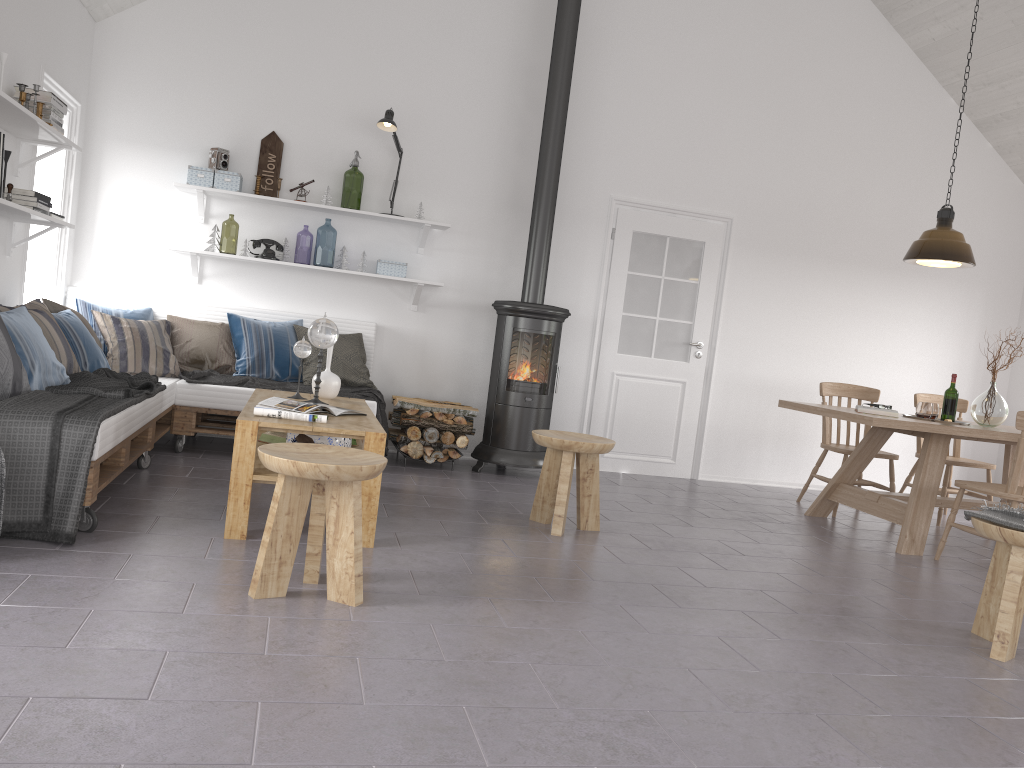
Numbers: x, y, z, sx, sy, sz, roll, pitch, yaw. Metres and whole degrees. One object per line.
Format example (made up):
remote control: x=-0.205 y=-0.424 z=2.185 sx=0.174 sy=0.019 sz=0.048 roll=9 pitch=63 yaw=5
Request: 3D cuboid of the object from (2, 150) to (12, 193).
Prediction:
object: x=-2.340 y=-0.945 z=4.089 sx=0.085 sy=0.259 sz=0.085 roll=4 pitch=4 yaw=-45

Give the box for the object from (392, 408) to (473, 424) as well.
object: x=-0.548 y=0.224 z=6.173 sx=0.562 sy=0.057 sz=0.097 roll=6 pitch=3 yaw=-14

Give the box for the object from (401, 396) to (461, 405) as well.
object: x=-0.583 y=0.137 z=6.248 sx=0.467 sy=0.063 sz=0.095 roll=6 pitch=3 yaw=-14

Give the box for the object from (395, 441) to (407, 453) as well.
object: x=-0.779 y=0.408 z=6.130 sx=0.052 sy=0.056 sz=0.561 roll=6 pitch=3 yaw=-14

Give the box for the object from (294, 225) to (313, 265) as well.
object: x=-1.416 y=-0.946 z=6.042 sx=0.111 sy=0.270 sz=0.111 roll=7 pitch=3 yaw=4

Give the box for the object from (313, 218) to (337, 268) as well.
object: x=-1.274 y=-0.963 z=6.067 sx=0.137 sy=0.335 sz=0.137 roll=6 pitch=3 yaw=-25

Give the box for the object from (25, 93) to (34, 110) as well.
object: x=-2.305 y=-1.310 z=4.212 sx=0.055 sy=0.153 sz=0.055 roll=10 pitch=4 yaw=44

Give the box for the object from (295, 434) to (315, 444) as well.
object: x=-0.883 y=0.296 z=3.894 sx=0.182 sy=0.139 sz=0.090 roll=10 pitch=4 yaw=41

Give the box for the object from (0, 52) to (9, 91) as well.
object: x=-2.279 y=-1.345 z=3.957 sx=0.084 sy=0.256 sz=0.084 roll=4 pitch=4 yaw=-45

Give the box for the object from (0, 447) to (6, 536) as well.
object: x=-1.919 y=0.355 z=2.973 sx=0.349 sy=0.356 sz=0.290 roll=6 pitch=3 yaw=-19

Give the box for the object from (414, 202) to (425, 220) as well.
object: x=-0.644 y=-1.209 z=6.224 sx=0.073 sy=0.142 sz=0.072 roll=8 pitch=3 yaw=19

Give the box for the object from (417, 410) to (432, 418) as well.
object: x=-0.616 y=0.184 z=6.095 sx=0.098 sy=0.060 sz=0.467 roll=6 pitch=3 yaw=-11

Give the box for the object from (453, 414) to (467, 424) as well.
object: x=-0.391 y=0.210 z=6.147 sx=0.098 sy=0.088 sz=0.466 roll=6 pitch=3 yaw=-12

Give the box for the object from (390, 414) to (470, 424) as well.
object: x=-0.559 y=0.252 z=6.060 sx=0.538 sy=0.082 sz=0.099 roll=6 pitch=3 yaw=-14

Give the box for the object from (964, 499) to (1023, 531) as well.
object: x=1.990 y=0.526 z=3.392 sx=0.348 sy=0.120 sz=0.462 roll=4 pitch=4 yaw=-43

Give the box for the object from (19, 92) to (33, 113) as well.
object: x=-2.153 y=-1.240 z=3.900 sx=0.088 sy=0.085 sz=0.088 roll=8 pitch=3 yaw=9

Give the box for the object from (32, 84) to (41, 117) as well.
object: x=-2.191 y=-1.292 z=4.074 sx=0.066 sy=0.160 sz=0.066 roll=5 pitch=3 yaw=-27

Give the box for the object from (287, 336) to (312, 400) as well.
object: x=-1.112 y=-0.087 z=4.665 sx=0.109 sy=0.329 sz=0.109 roll=4 pitch=4 yaw=-45

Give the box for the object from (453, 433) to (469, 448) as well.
object: x=-0.388 y=0.346 z=6.179 sx=0.118 sy=0.142 sz=0.520 roll=6 pitch=3 yaw=-10

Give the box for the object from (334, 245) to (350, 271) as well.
object: x=-1.173 y=-0.876 z=6.165 sx=0.097 sy=0.178 sz=0.103 roll=10 pitch=4 yaw=39

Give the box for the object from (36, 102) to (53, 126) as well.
object: x=-2.223 y=-1.271 z=4.169 sx=0.124 sy=0.100 sz=0.124 roll=8 pitch=3 yaw=9

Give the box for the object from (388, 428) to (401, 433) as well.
object: x=-0.617 y=0.374 z=6.286 sx=0.569 sy=0.078 sz=0.115 roll=6 pitch=3 yaw=-13

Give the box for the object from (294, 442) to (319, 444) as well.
object: x=-0.827 y=0.325 z=3.865 sx=0.281 sy=0.102 sz=0.155 roll=8 pitch=3 yaw=19

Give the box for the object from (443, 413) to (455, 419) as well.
object: x=-0.456 y=0.203 z=6.121 sx=0.044 sy=0.034 sz=0.425 roll=6 pitch=3 yaw=-14

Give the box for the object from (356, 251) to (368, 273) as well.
object: x=-1.039 y=-0.851 z=6.166 sx=0.088 sy=0.161 sz=0.093 roll=7 pitch=3 yaw=-4

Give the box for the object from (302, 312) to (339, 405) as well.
object: x=-0.974 y=-0.132 z=4.512 sx=0.155 sy=0.468 sz=0.155 roll=5 pitch=4 yaw=-35

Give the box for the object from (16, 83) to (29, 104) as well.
object: x=-2.229 y=-1.291 z=4.026 sx=0.055 sy=0.153 sz=0.055 roll=5 pitch=4 yaw=-36

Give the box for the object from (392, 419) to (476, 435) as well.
object: x=-0.531 y=0.293 z=6.040 sx=0.562 sy=0.063 sz=0.095 roll=6 pitch=3 yaw=-13

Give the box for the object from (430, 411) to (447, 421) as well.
object: x=-0.529 y=0.193 z=6.116 sx=0.096 sy=0.068 sz=0.467 roll=6 pitch=3 yaw=-14

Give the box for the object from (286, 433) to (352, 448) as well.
object: x=-0.908 y=0.273 z=4.171 sx=0.302 sy=0.161 sz=0.302 roll=6 pitch=3 yaw=-17

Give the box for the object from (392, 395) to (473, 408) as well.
object: x=-0.540 y=0.147 z=6.065 sx=0.562 sy=0.074 sz=0.095 roll=6 pitch=3 yaw=-13

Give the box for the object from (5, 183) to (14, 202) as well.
object: x=-2.249 y=-0.847 z=3.968 sx=0.032 sy=0.102 sz=0.058 roll=6 pitch=3 yaw=-19

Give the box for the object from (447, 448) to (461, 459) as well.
object: x=-0.437 y=0.457 z=6.159 sx=0.096 sy=0.060 sz=0.467 roll=6 pitch=3 yaw=-14

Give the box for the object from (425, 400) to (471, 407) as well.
object: x=-0.556 y=0.144 z=6.168 sx=0.541 sy=0.070 sz=0.101 roll=6 pitch=3 yaw=-13

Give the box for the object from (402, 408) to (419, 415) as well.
object: x=-0.695 y=0.174 z=6.070 sx=0.098 sy=0.061 sz=0.467 roll=6 pitch=3 yaw=-12

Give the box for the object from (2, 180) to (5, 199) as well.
object: x=-2.301 y=-0.862 z=3.986 sx=0.032 sy=0.117 sz=0.058 roll=7 pitch=3 yaw=-3

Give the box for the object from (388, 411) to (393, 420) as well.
object: x=-0.590 y=0.258 z=6.185 sx=0.539 sy=0.070 sz=0.101 roll=6 pitch=3 yaw=-13

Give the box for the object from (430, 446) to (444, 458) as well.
object: x=-0.552 y=0.437 z=6.132 sx=0.097 sy=0.056 sz=0.562 roll=6 pitch=3 yaw=-14

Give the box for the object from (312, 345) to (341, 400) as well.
object: x=-1.000 y=-0.079 z=4.821 sx=0.155 sy=0.325 sz=0.155 roll=4 pitch=4 yaw=-43

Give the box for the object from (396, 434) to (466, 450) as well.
object: x=-0.544 y=0.395 z=6.000 sx=0.468 sy=0.069 sz=0.095 roll=6 pitch=3 yaw=-14
